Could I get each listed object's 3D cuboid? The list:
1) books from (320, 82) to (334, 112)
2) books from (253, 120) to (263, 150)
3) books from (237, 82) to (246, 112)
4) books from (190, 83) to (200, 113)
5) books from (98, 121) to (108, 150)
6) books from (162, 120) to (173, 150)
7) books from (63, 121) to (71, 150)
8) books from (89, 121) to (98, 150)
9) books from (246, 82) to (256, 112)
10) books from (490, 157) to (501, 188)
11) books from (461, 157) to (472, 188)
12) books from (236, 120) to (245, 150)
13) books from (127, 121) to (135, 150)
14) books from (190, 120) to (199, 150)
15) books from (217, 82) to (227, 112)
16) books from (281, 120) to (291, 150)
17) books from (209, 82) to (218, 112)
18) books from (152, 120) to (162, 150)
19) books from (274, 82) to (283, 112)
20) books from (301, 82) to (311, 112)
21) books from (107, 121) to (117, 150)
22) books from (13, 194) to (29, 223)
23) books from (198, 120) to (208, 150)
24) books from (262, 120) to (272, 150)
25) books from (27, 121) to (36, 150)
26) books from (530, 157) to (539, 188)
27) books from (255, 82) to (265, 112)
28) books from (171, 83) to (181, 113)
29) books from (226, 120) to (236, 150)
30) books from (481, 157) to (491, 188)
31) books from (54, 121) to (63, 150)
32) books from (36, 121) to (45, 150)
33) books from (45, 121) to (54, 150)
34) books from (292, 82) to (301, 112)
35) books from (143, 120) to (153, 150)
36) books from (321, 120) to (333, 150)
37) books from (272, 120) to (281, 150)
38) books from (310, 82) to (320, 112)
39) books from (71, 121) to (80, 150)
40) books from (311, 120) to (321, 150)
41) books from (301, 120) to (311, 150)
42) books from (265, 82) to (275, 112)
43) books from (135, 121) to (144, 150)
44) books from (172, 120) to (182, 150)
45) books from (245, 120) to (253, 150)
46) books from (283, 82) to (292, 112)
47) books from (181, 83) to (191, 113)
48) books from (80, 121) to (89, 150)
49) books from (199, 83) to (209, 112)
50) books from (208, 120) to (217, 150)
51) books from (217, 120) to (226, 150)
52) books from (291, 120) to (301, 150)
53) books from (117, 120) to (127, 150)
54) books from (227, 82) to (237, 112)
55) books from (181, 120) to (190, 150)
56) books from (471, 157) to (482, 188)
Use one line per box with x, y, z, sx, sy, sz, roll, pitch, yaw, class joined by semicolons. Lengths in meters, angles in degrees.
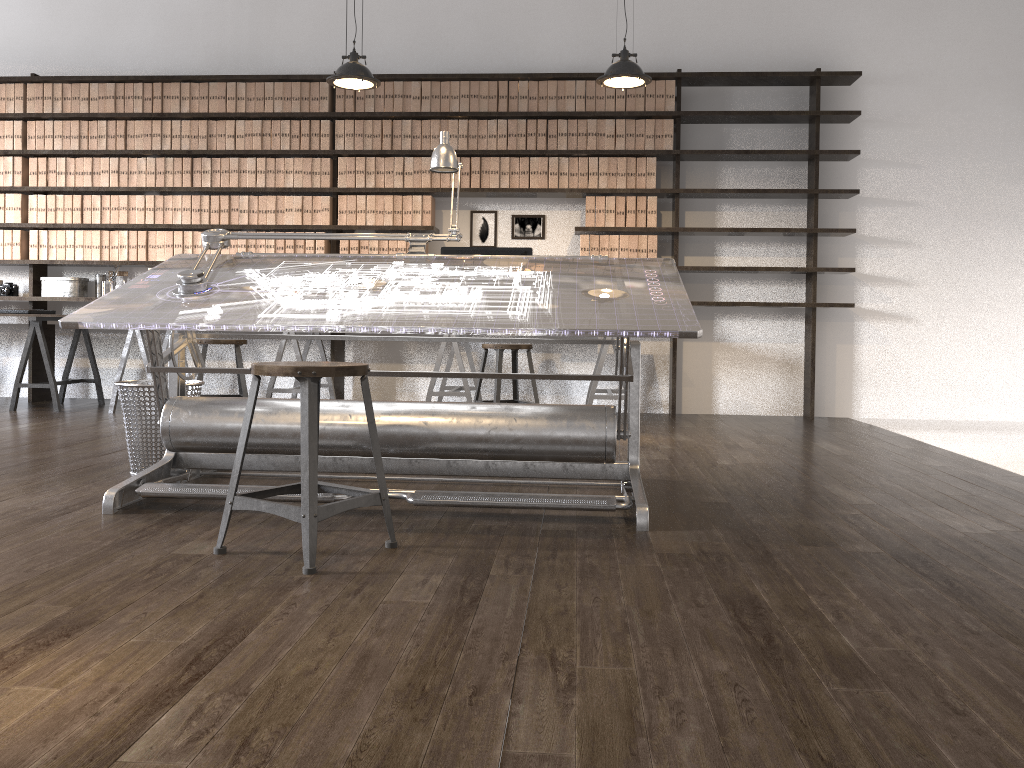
-1.361;-2.094;6.535;0.067;0.225;0.174;1;2;4;books
-1.859;-1.826;6.573;0.067;0.225;0.175;1;2;4;books
-1.981;-2.106;6.582;0.067;0.225;0.174;1;2;4;books
-2.332;-2.113;6.612;0.067;0.225;0.174;1;2;4;books
-3.038;-1.849;6.661;0.067;0.225;0.174;1;2;4;books
-2.545;-1.840;6.627;0.067;0.225;0.174;1;2;4;books
-3.313;-1.855;6.684;0.067;0.225;0.175;1;2;4;books
-3.108;-1.851;6.671;0.067;0.225;0.174;1;2;4;books
-1.911;-2.105;6.581;0.067;0.225;0.174;1;2;4;books
-0.117;-1.524;6.449;0.067;0.225;0.175;1;2;4;books
-0.331;-1.528;6.472;0.067;0.225;0.175;1;2;4;books
-1.988;-1.829;6.586;0.067;0.225;0.175;1;2;4;books
-2.818;-1.845;6.650;0.067;0.225;0.175;1;2;4;books
-2.336;-1.836;6.613;0.067;0.225;0.175;1;2;4;books
-2.125;-2.108;6.589;0.067;0.225;0.175;1;2;4;books
-1.650;-1.822;6.560;0.067;0.225;0.174;1;2;4;books
-2.188;-2.110;6.598;0.067;0.225;0.175;1;2;4;books
-2.618;-1.841;6.629;0.067;0.225;0.175;1;2;4;books
-1.699;-2.100;6.561;0.067;0.225;0.175;1;2;4;books
-1.502;-2.097;6.550;0.067;0.225;0.175;1;2;4;books
-2.966;-1.848;6.661;0.067;0.225;0.175;1;2;4;books
-3.695;-1.317;6.714;0.067;0.225;0.175;1;2;4;books
-2.270;-1.834;6.603;0.067;0.225;0.175;1;2;4;books
-1.791;-1.825;6.574;0.067;0.225;0.175;1;2;4;books
-3.587;-1.860;6.707;0.067;0.225;0.174;1;2;4;books
0.169;-1.518;6.433;0.067;0.225;0.175;1;2;4;books
-1.841;-2.103;6.574;0.067;0.225;0.175;1;2;4;books
-2.474;-2.115;6.615;0.067;0.225;0.175;1;2;4;books
-2.060;-1.830;6.589;0.067;0.225;0.175;1;2;4;books
-0.182;-1.525;6.461;0.067;0.225;0.175;1;2;4;books
-3.375;-1.856;6.687;0.067;0.225;0.175;1;2;4;books
-3.518;-1.859;6.700;0.067;0.225;0.175;1;2;4;books
-3.448;-1.857;6.691;0.067;0.225;0.175;1;2;4;books
-1.570;-2.098;6.549;0.067;0.225;0.175;1;2;4;books
-2.690;-1.842;6.634;0.067;0.225;0.175;1;2;4;books
-1.355;-1.817;6.541;0.067;0.225;0.175;1;2;4;books
-1.720;-1.824;6.569;0.067;0.225;0.174;1;2;4;books
-1.432;-2.095;6.545;0.067;0.225;0.174;1;2;4;books
-3.246;-1.853;6.675;0.067;0.225;0.175;1;2;4;books
-1.430;-1.818;6.549;0.067;0.225;0.175;1;2;4;books
-1.504;-1.819;6.548;0.067;0.225;0.175;1;2;4;books
-1.772;-2.102;6.565;0.067;0.225;0.175;1;2;4;books
-2.752;-1.844;6.643;0.067;0.225;0.175;1;2;4;books
-2.471;-1.838;6.619;0.067;0.225;0.175;1;2;4;books
-1.925;-1.828;6.583;0.067;0.225;0.175;1;2;4;books
-1.636;-2.099;6.558;0.067;0.225;0.175;1;2;4;books
-2.402;-2.114;6.613;0.067;0.225;0.174;1;2;4;books
-3.179;-1.852;6.676;0.067;0.225;0.175;1;2;4;books
-2.263;-2.111;6.605;0.067;0.225;0.175;1;2;4;books
-2.199;-1.833;6.605;0.067;0.225;0.174;1;2;4;books
-2.130;-1.832;6.598;0.067;0.225;0.175;1;2;4;books
-1.579;-1.821;6.559;0.067;0.225;0.175;1;2;4;books
-2.892;-1.846;6.650;0.067;0.225;0.175;1;2;4;books
-2.053;-2.107;6.584;0.067;0.225;0.175;1;2;4;books
-2.399;-1.837;6.616;0.067;0.225;0.175;1;2;4;books
-0.256;-1.526;6.461;0.067;0.225;0.175;1;2;4;books
